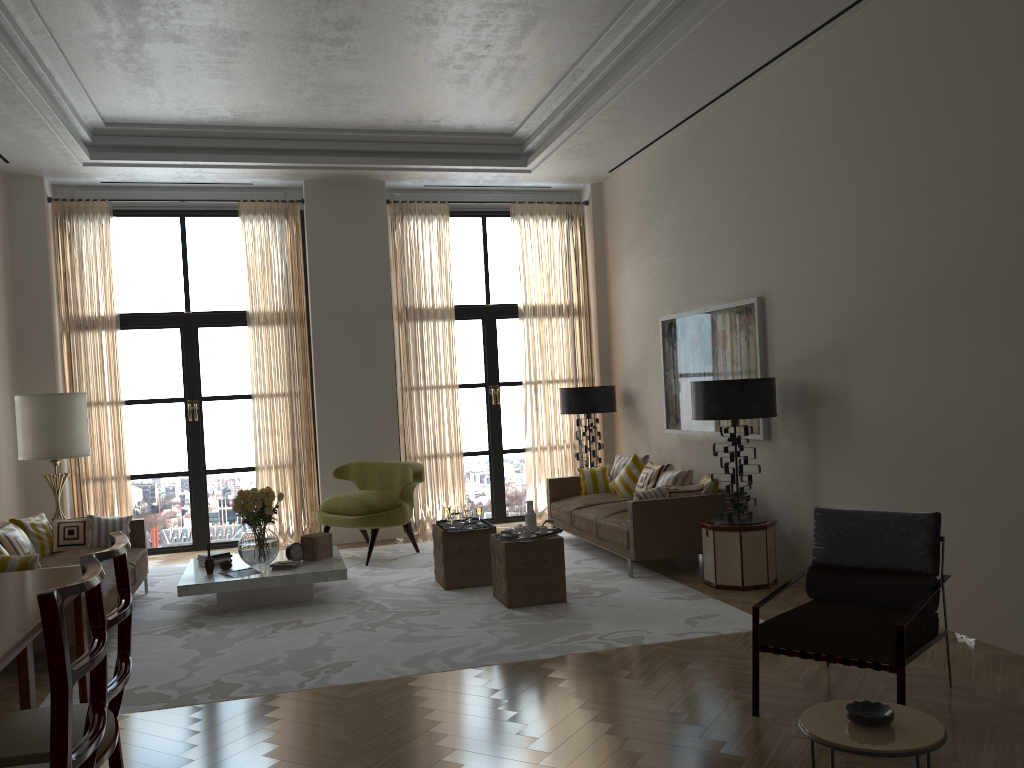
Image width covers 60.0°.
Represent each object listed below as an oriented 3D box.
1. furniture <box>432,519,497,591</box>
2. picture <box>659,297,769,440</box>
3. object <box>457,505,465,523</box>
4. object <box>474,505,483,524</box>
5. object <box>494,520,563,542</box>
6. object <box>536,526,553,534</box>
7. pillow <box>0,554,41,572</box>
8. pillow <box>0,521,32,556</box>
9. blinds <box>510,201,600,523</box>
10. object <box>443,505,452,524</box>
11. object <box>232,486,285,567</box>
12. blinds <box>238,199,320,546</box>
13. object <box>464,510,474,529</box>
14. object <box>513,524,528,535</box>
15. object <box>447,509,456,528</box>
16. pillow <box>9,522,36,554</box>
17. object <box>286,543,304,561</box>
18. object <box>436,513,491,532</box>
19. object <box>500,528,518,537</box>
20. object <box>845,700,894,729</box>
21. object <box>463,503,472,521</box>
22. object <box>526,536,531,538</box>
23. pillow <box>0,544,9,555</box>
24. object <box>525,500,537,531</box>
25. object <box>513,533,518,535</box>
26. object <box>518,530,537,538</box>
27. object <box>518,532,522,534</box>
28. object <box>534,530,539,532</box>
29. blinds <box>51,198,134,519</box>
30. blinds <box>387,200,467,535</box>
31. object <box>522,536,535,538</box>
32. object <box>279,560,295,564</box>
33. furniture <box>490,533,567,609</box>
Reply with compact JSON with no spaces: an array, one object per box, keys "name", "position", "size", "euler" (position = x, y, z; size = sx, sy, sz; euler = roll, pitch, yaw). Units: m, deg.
[{"name":"furniture","position":[-0.499,1.809,9.435],"size":[0.613,0.616,0.613],"euler":[-3,0,-15]},{"name":"picture","position":[2.278,-0.137,10.257],"size":[0.080,1.481,2.267],"euler":[-3,0,-17]},{"name":"object","position":[-0.546,1.406,9.565],"size":[0.098,0.192,0.098],"euler":[-3,1,-15]},{"name":"object","position":[-0.349,1.395,9.464],"size":[0.098,0.192,0.098],"euler":[-3,1,11]},{"name":"object","position":[0.161,1.411,8.540],"size":[0.441,0.101,0.720],"euler":[-3,0,39]},{"name":"object","position":[0.305,1.412,8.569],"size":[0.176,0.067,0.176],"euler":[-3,0,-16]},{"name":"pillow","position":[-3.955,1.542,7.044],"size":[0.482,0.433,0.318],"euler":[-3,1,-5]},{"name":"pillow","position":[-4.577,1.542,8.032],"size":[0.403,0.547,0.617],"euler":[-3,0,-12]},{"name":"blinds","position":[0.675,-0.304,13.486],"size":[1.241,4.877,0.418],"euler":[-3,1,-13]},{"name":"object","position":[-0.698,1.414,9.599],"size":[0.098,0.192,0.098],"euler":[-3,1,-32]},{"name":"object","position":[-2.613,1.483,9.212],"size":[0.539,0.822,0.627],"euler":[-3,1,-19]},{"name":"blinds","position":[-3.255,-0.112,12.432],"size":[0.873,4.877,0.418],"euler":[-3,1,-12]},{"name":"object","position":[-0.438,1.398,9.149],"size":[0.098,0.192,0.098],"euler":[-3,1,-15]},{"name":"object","position":[0.080,1.404,8.604],"size":[0.176,0.105,0.136],"euler":[-3,0,-19]},{"name":"object","position":[-0.631,1.408,9.258],"size":[0.098,0.192,0.098],"euler":[-3,1,11]},{"name":"pillow","position":[-4.730,1.616,8.385],"size":[0.371,0.566,0.659],"euler":[-3,0,-20]},{"name":"object","position":[-2.264,1.760,9.254],"size":[0.082,0.209,0.204],"euler":[-2,1,36]},{"name":"object","position":[-0.521,1.463,9.423],"size":[0.490,0.092,0.802],"euler":[-3,0,-15]},{"name":"object","position":[-0.028,1.414,8.452],"size":[0.176,0.067,0.176],"euler":[-3,0,-39]},{"name":"object","position":[1.514,1.403,3.752],"size":[0.193,0.064,0.193],"euler":[-3,0,7]},{"name":"object","position":[-0.485,1.404,9.695],"size":[0.098,0.192,0.098],"euler":[-2,1,32]},{"name":"object","position":[0.154,1.436,8.269],"size":[0.053,0.026,0.049],"euler":[-3,0,-13]},{"name":"pillow","position":[-4.407,1.490,7.489],"size":[0.767,0.617,0.355],"euler":[-3,1,29]},{"name":"object","position":[0.182,1.301,8.723],"size":[0.113,0.305,0.125],"euler":[-2,1,22]},{"name":"object","position":[0.023,1.430,8.409],"size":[0.052,0.027,0.080],"euler":[-3,0,32]},{"name":"object","position":[0.144,1.417,8.368],"size":[0.176,0.067,0.176],"euler":[-3,0,-13]},{"name":"object","position":[0.135,1.427,8.468],"size":[0.186,0.026,0.041],"euler":[-3,0,-7]},{"name":"object","position":[0.241,1.436,8.646],"size":[0.049,0.026,0.053],"euler":[-3,0,42]},{"name":"blinds","position":[-5.563,0.006,11.813],"size":[0.780,4.889,0.419],"euler":[-3,1,-13]},{"name":"blinds","position":[-1.231,-0.211,12.976],"size":[0.959,4.877,0.419],"euler":[-3,1,-13]},{"name":"object","position":[0.141,1.438,8.302],"size":[0.187,0.015,0.041],"euler":[-3,0,-28]},{"name":"object","position":[-2.290,1.807,9.010],"size":[0.139,0.019,0.137],"euler":[-3,0,-31]},{"name":"furniture","position":[0.150,1.770,8.543],"size":[0.613,0.616,0.613],"euler":[-3,0,-15]}]
